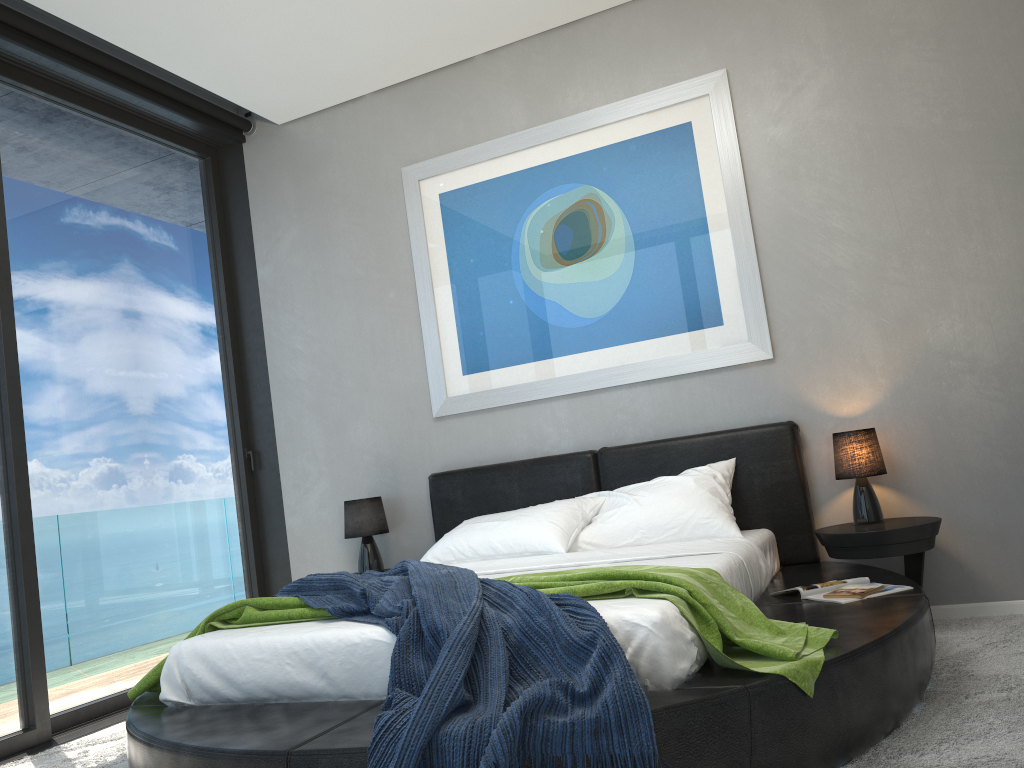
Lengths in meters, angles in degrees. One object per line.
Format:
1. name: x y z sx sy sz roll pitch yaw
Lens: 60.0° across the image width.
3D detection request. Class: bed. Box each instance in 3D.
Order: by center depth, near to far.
1. bed: -0.013 0.720 3.224 2.759 0.932 2.619 -10 -7 23

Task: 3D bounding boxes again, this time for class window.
1. window: -0.025 -0.244 4.810 3.601 3.177 9.730 -10 -7 23

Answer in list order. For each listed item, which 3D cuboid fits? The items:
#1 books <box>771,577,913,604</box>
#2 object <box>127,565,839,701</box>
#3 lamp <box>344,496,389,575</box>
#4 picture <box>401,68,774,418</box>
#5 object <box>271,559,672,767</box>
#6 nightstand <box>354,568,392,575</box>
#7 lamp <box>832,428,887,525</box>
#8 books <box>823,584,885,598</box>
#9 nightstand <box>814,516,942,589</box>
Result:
1. books: 1.149 0.715 3.129 0.301 0.039 0.396 -5 -7 -21
2. object: -0.199 0.772 2.785 2.305 0.341 0.646 -10 -7 23
3. lamp: -0.783 0.819 4.791 0.241 0.399 0.220 -7 -5 -8
4. picture: 0.299 -0.657 4.512 1.803 1.397 0.025 -10 -6 23
5. object: -0.376 0.852 2.754 0.684 0.566 2.160 -5 -7 -25
6. nightstand: -0.794 1.233 4.675 0.498 0.439 0.497 -12 -7 34
7. lamp: 1.496 0.397 3.799 0.208 0.399 0.220 -8 -5 4
8. books: 1.169 0.708 3.029 0.189 0.012 0.134 -2 -9 -45
9. nightstand: 1.542 0.801 3.663 0.496 0.439 0.498 -3 -7 -38
